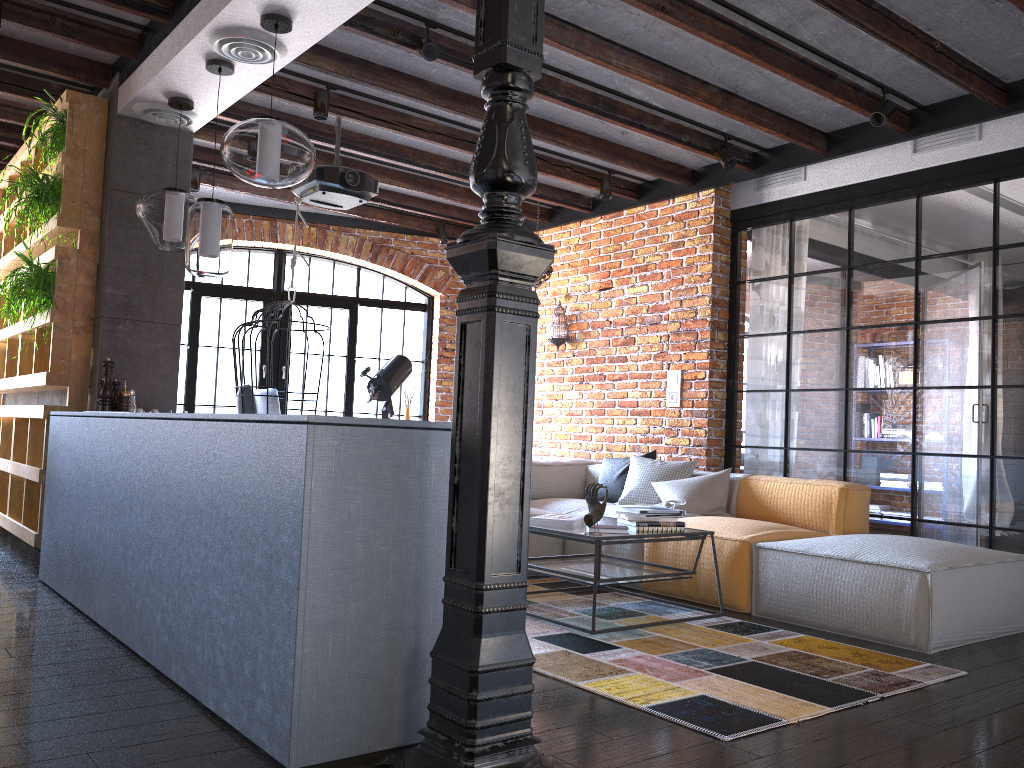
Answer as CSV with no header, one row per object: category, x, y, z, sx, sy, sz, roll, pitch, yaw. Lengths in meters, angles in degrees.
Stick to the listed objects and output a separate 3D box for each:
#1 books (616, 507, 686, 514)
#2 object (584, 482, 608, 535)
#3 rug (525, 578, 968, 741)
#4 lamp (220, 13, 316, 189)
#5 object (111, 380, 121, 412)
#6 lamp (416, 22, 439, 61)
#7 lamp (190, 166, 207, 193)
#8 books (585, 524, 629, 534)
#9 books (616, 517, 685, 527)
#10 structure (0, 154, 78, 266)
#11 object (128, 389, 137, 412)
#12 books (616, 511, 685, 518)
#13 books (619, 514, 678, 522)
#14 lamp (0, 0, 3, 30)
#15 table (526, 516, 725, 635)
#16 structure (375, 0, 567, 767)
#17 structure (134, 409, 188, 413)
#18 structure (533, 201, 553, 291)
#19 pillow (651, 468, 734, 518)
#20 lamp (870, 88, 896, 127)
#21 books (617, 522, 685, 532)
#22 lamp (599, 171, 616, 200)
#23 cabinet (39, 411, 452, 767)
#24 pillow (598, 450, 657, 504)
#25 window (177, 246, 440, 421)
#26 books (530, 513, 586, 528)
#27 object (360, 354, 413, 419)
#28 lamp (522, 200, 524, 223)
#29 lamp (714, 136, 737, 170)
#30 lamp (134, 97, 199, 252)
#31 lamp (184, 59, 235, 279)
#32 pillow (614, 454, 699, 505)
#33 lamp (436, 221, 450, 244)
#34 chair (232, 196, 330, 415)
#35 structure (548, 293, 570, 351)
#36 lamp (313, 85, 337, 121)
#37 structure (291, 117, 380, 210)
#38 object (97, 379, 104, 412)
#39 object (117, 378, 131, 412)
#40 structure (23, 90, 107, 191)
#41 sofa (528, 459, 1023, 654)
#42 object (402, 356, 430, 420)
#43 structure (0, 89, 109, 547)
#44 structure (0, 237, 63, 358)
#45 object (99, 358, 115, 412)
books,0.645,0.590,4.143,0.268,0.014,0.196,4,-4,-27
object,0.361,0.535,3.822,0.099,0.222,0.093,2,-3,2
rug,0.415,1.049,3.784,1.432,0.013,2.364,5,-4,-38
lamp,-0.945,-1.105,3.489,0.364,0.664,0.364,0,-4,35
object,-2.044,0.067,4.564,0.048,0.179,0.048,0,-4,35
lamp,-0.384,-1.574,4.097,0.092,0.201,0.162,4,-3,-21
lamp,-2.334,-1.515,6.569,0.082,0.184,0.121,-1,-5,45
books,0.423,0.643,3.944,0.182,0.029,0.129,2,-3,-1
books,0.646,0.645,4.137,0.251,0.023,0.209,4,-4,-18
structure,-2.507,-0.922,4.719,0.422,0.620,0.571,1,-4,21
object,-1.973,0.093,4.583,0.069,0.135,0.069,0,-4,32
books,0.645,0.605,4.142,0.268,0.014,0.196,5,-4,-39
books,0.640,0.624,4.161,0.239,0.022,0.191,3,-3,-3
lamp,-2.296,-1.674,3.935,0.116,0.184,0.082,2,-3,13
table,0.408,0.865,4.204,0.842,0.388,0.848,5,-4,-38
structure,2.127,0.035,5.514,0.481,2.393,8.517,0,-4,33
structure,-1.533,0.148,3.922,0.504,0.057,0.763,5,-4,-38
structure,0.200,-1.103,7.020,0.265,0.778,0.273,2,-3,1
pillow,1.085,0.651,5.341,0.485,0.314,0.358,2,-3,5
lamp,1.938,-1.440,4.634,0.159,0.207,0.082,5,-4,-38
books,0.643,0.667,4.135,0.247,0.024,0.209,4,-4,-18
lamp,0.666,-1.401,6.258,0.113,0.194,0.085,1,-3,23
cabinet,-1.175,0.547,3.431,0.607,0.844,2.960,5,-4,-38
pillow,0.747,0.632,5.976,0.263,0.400,0.510,6,-5,-44
window,-2.149,-0.277,8.024,3.293,2.232,0.177,4,-3,-20
books,0.238,0.651,4.240,0.225,0.038,0.309,1,-4,22
object,-1.110,0.466,7.254,0.570,1.471,0.616,3,-3,-12
lamp,0.034,-1.372,7.064,0.133,0.208,0.090,1,-3,19
lamp,1.314,-1.415,5.450,0.094,0.210,0.150,5,-4,-36
lamp,-1.667,-1.039,4.406,0.367,0.747,0.367,2,-3,15
lamp,-1.323,-0.949,3.934,0.195,0.955,0.198,3,-3,-8
pillow,0.913,0.635,5.675,0.495,0.354,0.293,0,-4,38
lamp,-0.618,-1.348,7.901,0.134,0.208,0.093,1,-4,28
chair,-1.667,-0.489,6.475,0.682,2.219,0.802,2,-3,7
structure,0.380,-0.505,7.153,0.169,0.482,0.169,5,-4,-38
lamp,-1.043,-1.560,4.924,0.119,0.184,0.082,5,-4,-42
structure,-1.048,-1.490,5.313,0.409,0.816,0.464,5,-4,-38
object,-2.084,0.062,4.515,0.048,0.179,0.048,2,-3,12
object,-1.971,0.061,4.524,0.058,0.192,0.081,2,-3,3
structure,-2.369,-1.275,4.855,0.422,0.620,0.571,0,-4,41
sofa,0.577,0.798,4.793,2.537,0.697,3.301,5,-4,-38
object,-0.907,0.220,8.162,0.270,1.053,0.299,3,-3,-17
structure,-3.168,-0.318,5.746,0.206,2.380,2.829,5,-4,-38
structure,-2.515,-0.441,4.746,0.422,0.620,0.571,4,-3,-19
object,-2.037,0.009,4.460,0.061,0.282,0.061,4,-3,-24
